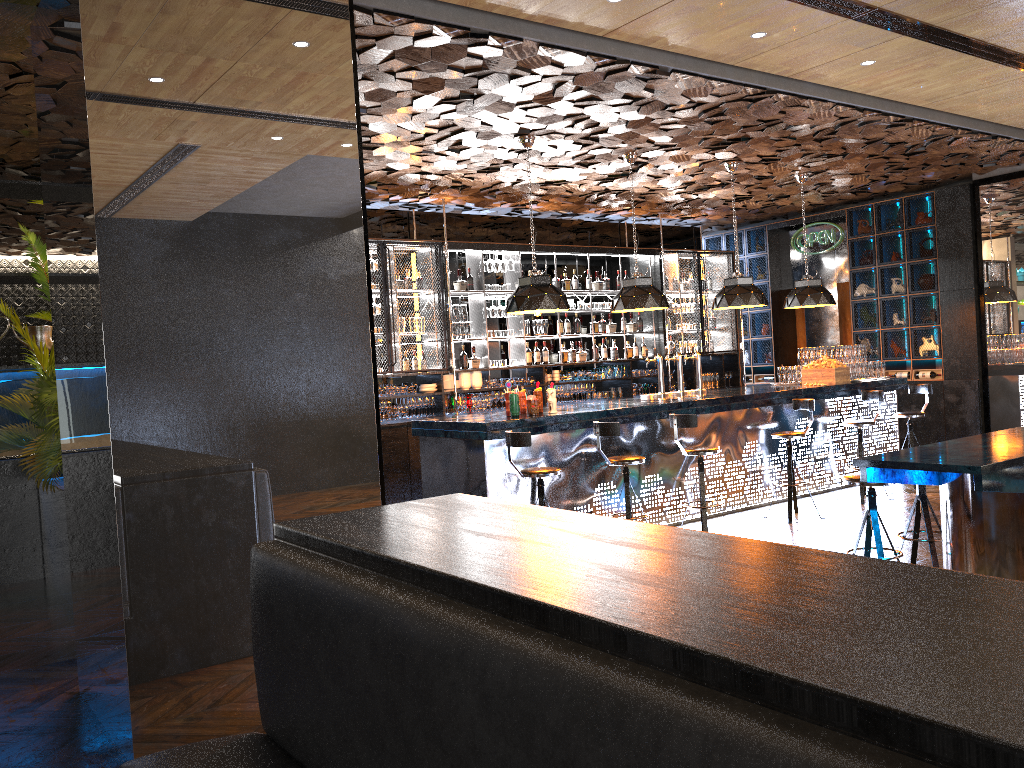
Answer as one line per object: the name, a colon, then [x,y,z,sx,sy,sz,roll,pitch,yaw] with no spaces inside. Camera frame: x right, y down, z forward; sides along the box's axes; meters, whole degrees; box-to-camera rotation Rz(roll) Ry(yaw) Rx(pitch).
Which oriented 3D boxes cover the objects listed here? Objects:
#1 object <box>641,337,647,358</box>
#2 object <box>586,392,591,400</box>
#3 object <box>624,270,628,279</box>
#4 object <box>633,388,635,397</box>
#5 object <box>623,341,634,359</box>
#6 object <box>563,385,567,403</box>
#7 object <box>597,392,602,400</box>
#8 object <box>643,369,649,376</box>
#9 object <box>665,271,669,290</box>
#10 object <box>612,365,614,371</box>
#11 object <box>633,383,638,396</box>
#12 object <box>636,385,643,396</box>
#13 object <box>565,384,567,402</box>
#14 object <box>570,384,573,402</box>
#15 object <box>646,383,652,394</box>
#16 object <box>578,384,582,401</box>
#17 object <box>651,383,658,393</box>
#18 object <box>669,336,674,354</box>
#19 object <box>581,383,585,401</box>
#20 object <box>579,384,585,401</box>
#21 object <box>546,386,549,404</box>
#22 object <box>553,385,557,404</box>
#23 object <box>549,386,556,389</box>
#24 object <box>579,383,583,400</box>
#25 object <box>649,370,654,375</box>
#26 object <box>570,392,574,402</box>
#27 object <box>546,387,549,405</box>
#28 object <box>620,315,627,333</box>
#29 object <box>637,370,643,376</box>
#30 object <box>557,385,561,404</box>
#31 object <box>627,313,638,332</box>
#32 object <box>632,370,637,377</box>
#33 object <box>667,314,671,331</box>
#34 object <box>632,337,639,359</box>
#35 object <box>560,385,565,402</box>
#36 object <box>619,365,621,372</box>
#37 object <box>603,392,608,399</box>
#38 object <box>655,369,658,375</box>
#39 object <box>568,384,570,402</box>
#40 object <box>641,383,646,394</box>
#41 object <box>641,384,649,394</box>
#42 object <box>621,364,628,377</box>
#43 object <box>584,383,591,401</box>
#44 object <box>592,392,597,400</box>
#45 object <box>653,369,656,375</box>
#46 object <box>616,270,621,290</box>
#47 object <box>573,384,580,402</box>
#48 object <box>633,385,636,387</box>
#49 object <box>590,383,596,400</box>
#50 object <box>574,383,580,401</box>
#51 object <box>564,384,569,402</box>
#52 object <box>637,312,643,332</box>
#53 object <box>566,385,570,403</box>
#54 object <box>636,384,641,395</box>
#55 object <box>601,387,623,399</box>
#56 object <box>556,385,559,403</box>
object: [1.853,-0.512,12.471,0.080,0.299,0.080,-4,2,-33]
object: [1.027,0.161,11.896,0.067,0.100,0.067,-5,2,-43]
object: [1.592,-1.431,12.342,0.086,0.298,0.086,-3,1,13]
object: [1.620,0.084,12.030,0.089,0.174,0.089,-3,1,15]
object: [1.611,-0.468,12.296,0.151,0.248,0.094,-4,2,-27]
object: [0.675,0.127,11.448,0.049,0.231,0.049,-4,2,-27]
object: [1.153,0.158,11.712,0.067,0.100,0.067,-5,2,-43]
object: [1.845,-0.159,12.215,0.084,0.082,0.084,-3,2,37]
object: [2.209,-1.478,12.751,0.086,0.297,0.086,-3,1,13]
object: [1.362,-0.172,12.120,0.115,0.172,0.101,-4,1,-26]
object: [1.673,0.078,12.141,0.089,0.174,0.089,-3,1,15]
object: [1.752,0.084,12.179,0.106,0.148,0.106,-4,1,-17]
object: [0.704,0.123,11.547,0.049,0.231,0.049,-4,2,-28]
object: [0.774,0.121,11.437,0.049,0.231,0.049,-5,2,-40]
object: [1.924,0.066,12.422,0.107,0.152,0.107,-4,1,-22]
object: [0.873,0.111,11.678,0.091,0.229,0.091,-4,1,-4]
object: [1.993,0.064,12.327,0.107,0.152,0.107,-4,1,-10]
object: [2.300,-0.549,12.797,0.086,0.299,0.086,-3,1,13]
object: [0.951,0.104,11.732,0.091,0.229,0.091,-5,2,-42]
object: [0.910,0.111,11.565,0.091,0.229,0.091,-3,1,12]
object: [0.448,0.144,11.380,0.108,0.227,0.108,-3,1,19]
object: [0.556,0.134,11.397,0.058,0.234,0.058,-4,1,-13]
object: [0.515,0.143,11.282,0.108,0.227,0.108,-3,1,25]
object: [0.934,0.102,11.864,0.091,0.229,0.091,-5,2,-38]
object: [1.931,-0.161,12.322,0.088,0.070,0.098,-4,1,0]
object: [0.795,0.117,11.622,0.091,0.229,0.091,-4,1,-15]
object: [0.422,0.150,11.214,0.108,0.227,0.108,-5,2,-44]
object: [1.539,-0.853,12.262,0.086,0.298,0.086,-3,1,13]
object: [1.748,-0.151,12.145,0.084,0.082,0.084,-4,1,-18]
object: [0.604,0.133,11.326,0.058,0.234,0.058,-3,1,7]
object: [1.666,-0.852,12.327,0.123,0.279,0.123,-2,2,43]
object: [1.669,-0.145,12.090,0.084,0.082,0.084,-4,2,-35]
object: [2.232,-0.907,12.768,0.086,0.298,0.086,-3,1,13]
object: [1.727,-0.502,12.397,0.086,0.298,0.086,-3,1,13]
object: [0.645,0.129,11.367,0.058,0.234,0.058,-4,2,-32]
object: [1.443,-0.175,12.022,0.101,0.172,0.115,-2,2,39]
object: [1.240,0.152,11.771,0.067,0.099,0.067,-3,2,26]
object: [2.043,-0.169,12.340,0.088,0.070,0.098,-4,1,-26]
object: [0.738,0.122,11.491,0.049,0.231,0.049,-4,2,-32]
object: [1.845,0.069,12.525,0.107,0.152,0.107,-4,2,-30]
object: [1.846,0.077,12.249,0.106,0.148,0.106,-4,1,-26]
object: [1.506,-0.176,11.922,0.101,0.172,0.115,-4,1,-6]
object: [0.985,0.105,11.618,0.091,0.229,0.091,-4,1,-8]
object: [1.099,0.159,11.811,0.067,0.100,0.067,-5,2,-43]
object: [1.983,-0.167,12.419,0.098,0.070,0.088,-4,1,-9]
object: [1.475,-1.421,12.223,0.086,0.299,0.086,-3,1,13]
object: [0.829,0.117,11.501,0.091,0.229,0.091,-2,2,41]
object: [1.686,0.086,12.275,0.106,0.148,0.106,-4,1,-3]
object: [1.064,0.099,11.673,0.091,0.229,0.091,-3,2,27]
object: [0.855,0.109,11.803,0.091,0.229,0.091,-3,1,23]
object: [0.701,0.121,11.694,0.091,0.229,0.091,-4,1,0]
object: [1.793,-0.873,12.440,0.086,0.299,0.086,-3,1,13]
object: [0.713,0.126,11.393,0.049,0.231,0.049,-4,1,-24]
object: [1.778,0.079,12.344,0.106,0.148,0.106,-4,1,-7]
object: [1.340,0.122,11.982,0.356,0.134,0.206,-4,2,-28]
object: [0.598,0.130,11.450,0.058,0.234,0.058,-4,1,-2]
